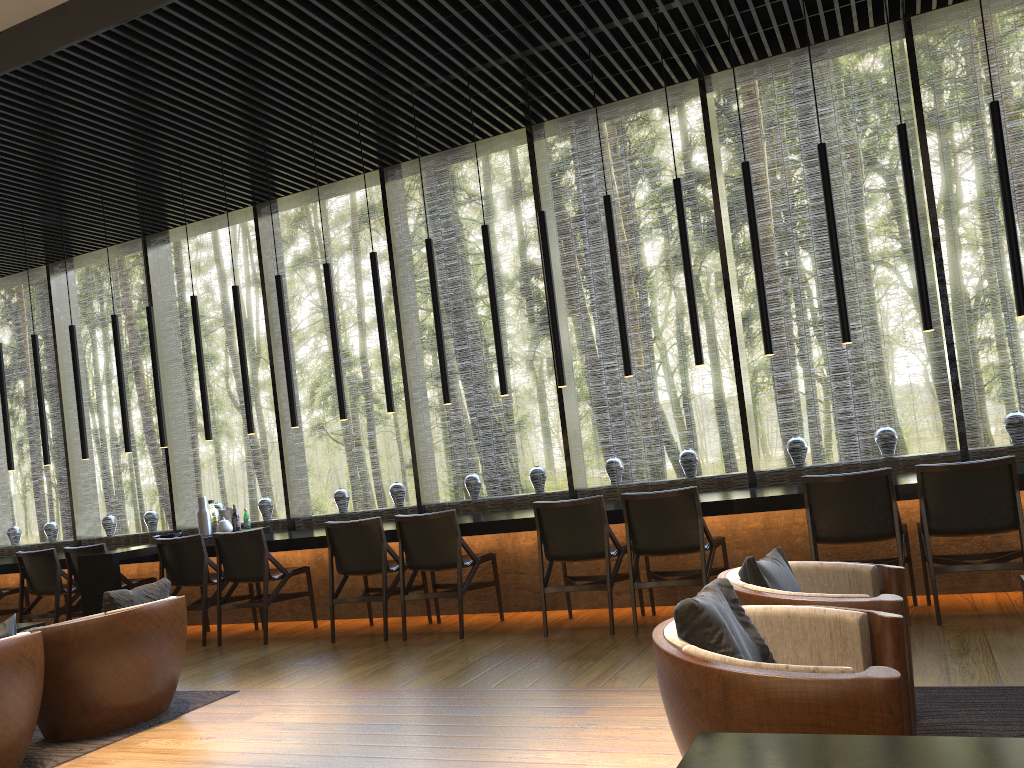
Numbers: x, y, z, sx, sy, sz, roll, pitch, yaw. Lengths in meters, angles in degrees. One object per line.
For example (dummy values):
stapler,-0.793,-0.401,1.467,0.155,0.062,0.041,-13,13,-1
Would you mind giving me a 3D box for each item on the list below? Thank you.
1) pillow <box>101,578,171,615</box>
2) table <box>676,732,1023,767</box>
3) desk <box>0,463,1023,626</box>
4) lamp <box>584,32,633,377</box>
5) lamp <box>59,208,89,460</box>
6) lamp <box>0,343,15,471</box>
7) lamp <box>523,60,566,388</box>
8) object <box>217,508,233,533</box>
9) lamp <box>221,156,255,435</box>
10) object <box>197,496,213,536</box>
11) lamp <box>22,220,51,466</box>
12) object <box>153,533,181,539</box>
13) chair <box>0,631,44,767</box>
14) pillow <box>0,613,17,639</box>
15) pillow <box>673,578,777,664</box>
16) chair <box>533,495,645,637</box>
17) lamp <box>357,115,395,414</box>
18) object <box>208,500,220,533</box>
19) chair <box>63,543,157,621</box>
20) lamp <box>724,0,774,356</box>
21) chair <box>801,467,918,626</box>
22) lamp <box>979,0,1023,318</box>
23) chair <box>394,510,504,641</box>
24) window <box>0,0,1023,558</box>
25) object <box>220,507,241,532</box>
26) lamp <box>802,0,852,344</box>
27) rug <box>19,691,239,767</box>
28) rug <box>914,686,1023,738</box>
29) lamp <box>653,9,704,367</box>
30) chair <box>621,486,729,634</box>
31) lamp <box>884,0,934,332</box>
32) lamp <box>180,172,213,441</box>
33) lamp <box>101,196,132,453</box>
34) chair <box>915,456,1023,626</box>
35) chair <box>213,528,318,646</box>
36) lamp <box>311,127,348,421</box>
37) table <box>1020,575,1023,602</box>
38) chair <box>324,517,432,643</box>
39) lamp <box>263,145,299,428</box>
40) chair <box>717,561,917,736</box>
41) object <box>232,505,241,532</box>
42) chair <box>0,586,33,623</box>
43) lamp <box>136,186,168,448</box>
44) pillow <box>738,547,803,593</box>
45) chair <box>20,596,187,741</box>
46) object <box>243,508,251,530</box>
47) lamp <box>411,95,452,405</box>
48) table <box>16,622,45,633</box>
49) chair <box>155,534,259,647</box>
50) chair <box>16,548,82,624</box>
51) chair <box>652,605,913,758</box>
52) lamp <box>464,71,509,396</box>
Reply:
pillow,-1.901,1.188,4.461,0.223,0.361,0.399,-8,-4,24
table,1.151,0.779,1.049,1.965,0.512,0.620,-9,-4,24
desk,-7.174,2.393,9.457,28.810,0.758,1.780,-9,-5,24
lamp,0.664,-1.248,6.138,0.060,2.416,0.060,-7,-2,19
lamp,-4.119,-0.494,8.297,0.060,2.416,0.060,-7,-2,19
lamp,-5.052,-0.346,8.718,0.060,2.416,0.060,-7,-2,19
lamp,0.217,-1.178,6.340,0.060,2.416,0.060,-8,-2,29
object,-2.533,1.204,7.782,0.136,0.217,0.136,-7,-3,11
lamp,-2.336,-0.775,7.493,0.060,2.416,0.060,-7,-2,19
object,-2.694,1.156,7.743,0.113,0.344,0.113,-7,-2,19
lamp,-4.586,-0.420,8.508,0.060,2.416,0.060,-7,-2,19
object,-2.847,1.279,7.318,0.228,0.067,0.227,-9,-5,26
chair,-2.332,1.391,3.723,0.608,0.603,0.804,-8,-4,24
pillow,-2.250,1.163,3.677,0.205,0.337,0.441,-8,-4,31
pillow,0.568,0.706,2.316,0.223,0.361,0.399,-8,-4,24
chair,0.466,1.120,5.600,0.527,0.825,0.563,-8,-3,24
lamp,-1.081,-0.973,6.926,0.060,2.416,0.060,-7,-2,19
object,-2.670,1.187,7.896,0.129,0.305,0.129,-7,-2,10
chair,-3.326,1.718,7.312,0.527,0.825,0.563,-8,-3,24
lamp,1.522,-1.384,5.751,0.060,2.416,0.060,-7,-2,19
chair,1.927,0.889,4.941,0.527,0.825,0.563,-8,-3,24
lamp,2.819,-1.589,5.165,0.060,2.416,0.060,-7,-2,19
chair,-0.451,1.265,6.014,0.527,0.825,0.563,-8,-3,24
window,-9.592,0.603,5.816,31.970,4.218,12.056,-9,-5,24
object,-2.550,1.227,8.026,0.169,0.219,0.169,-8,-3,19
lamp,1.950,-1.451,5.558,0.060,2.416,0.060,-7,-2,19
rug,-2.921,1.827,4.473,2.247,0.008,1.958,-9,-6,24
rug,1.734,1.092,2.372,2.247,0.008,2.041,-9,-6,24
lamp,1.112,-1.319,5.936,0.060,2.416,0.060,-8,-2,29
chair,0.986,1.038,5.365,0.527,0.825,0.563,-8,-3,24
lamp,2.369,-1.517,5.369,0.060,2.416,0.060,-7,-2,19
lamp,-2.757,-0.708,7.683,0.060,2.416,0.060,-7,-2,19
lamp,-3.621,-0.572,8.072,0.060,2.416,0.060,-7,-2,19
chair,2.447,0.807,4.706,0.527,0.825,0.563,-8,-3,24
chair,-1.889,1.491,6.663,0.527,0.825,0.563,-8,-3,24
lamp,-1.484,-0.909,7.108,0.060,2.416,0.060,-7,-2,19
table,1.744,0.825,2.305,0.577,0.516,1.042,-8,-5,24
chair,-0.972,1.347,6.249,0.527,0.825,0.563,-8,-3,24
lamp,-1.923,-0.840,7.306,0.060,2.416,0.060,-7,-2,19
chair,1.049,0.933,3.042,0.608,0.603,0.804,-8,-4,24
object,-2.475,1.200,7.927,0.067,0.237,0.067,-7,-2,18
chair,-4.763,1.945,7.961,0.527,0.825,0.563,-8,-3,24
lamp,-3.230,-0.634,7.896,0.060,2.416,0.060,-7,-2,19
pillow,0.918,0.739,3.100,0.205,0.337,0.441,-8,-4,31
chair,-1.982,1.420,4.504,0.608,0.603,0.804,-8,-4,24
object,-2.398,1.218,7.996,0.056,0.197,0.056,-8,-2,26
lamp,-0.627,-1.045,6.721,0.060,2.416,0.060,-8,-2,29
table,-2.975,1.570,4.435,0.577,0.516,1.042,-8,-5,24
chair,-2.409,1.573,6.898,0.527,0.825,0.563,-8,-3,24
chair,-3.846,1.800,7.547,0.527,0.825,0.563,-8,-3,24
chair,0.699,0.904,2.261,0.608,0.603,0.804,-8,-4,24
lamp,-0.194,-1.113,6.526,0.060,2.416,0.060,-7,-2,19
